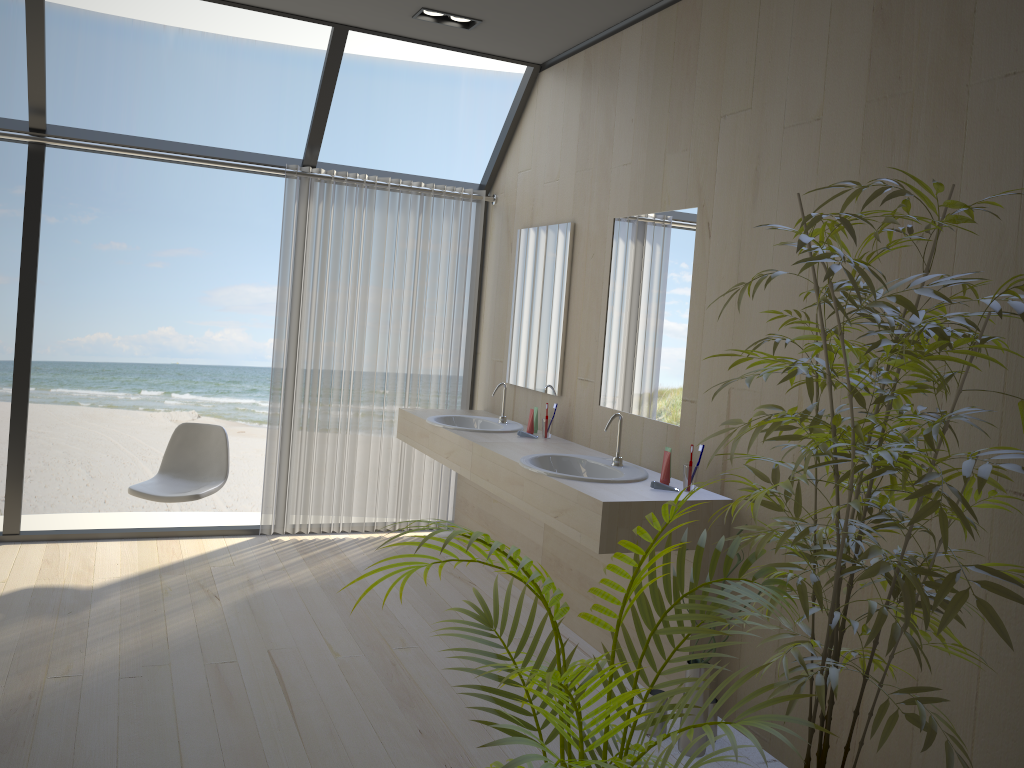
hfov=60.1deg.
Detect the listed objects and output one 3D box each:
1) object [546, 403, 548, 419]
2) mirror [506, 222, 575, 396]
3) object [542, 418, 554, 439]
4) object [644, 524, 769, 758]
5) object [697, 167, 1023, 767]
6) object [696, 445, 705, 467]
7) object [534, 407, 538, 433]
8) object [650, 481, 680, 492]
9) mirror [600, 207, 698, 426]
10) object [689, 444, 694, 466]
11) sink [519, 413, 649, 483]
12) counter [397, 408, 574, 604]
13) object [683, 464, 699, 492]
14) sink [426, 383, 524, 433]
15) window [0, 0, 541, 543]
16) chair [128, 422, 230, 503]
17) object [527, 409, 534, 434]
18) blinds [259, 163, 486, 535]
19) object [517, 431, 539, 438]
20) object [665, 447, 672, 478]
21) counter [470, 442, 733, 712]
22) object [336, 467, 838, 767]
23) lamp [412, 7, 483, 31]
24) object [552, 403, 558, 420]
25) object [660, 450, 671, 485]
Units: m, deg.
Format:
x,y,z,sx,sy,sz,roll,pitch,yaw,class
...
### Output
x,y,z,sx,sy,sz,roll,pitch,yaw,class
0.167,0.180,4.320,0.012,0.178,0.050,5,1,15,object
0.140,-0.406,4.718,0.023,0.867,0.655,4,2,-24,mirror
0.172,0.221,4.350,0.058,0.100,0.058,4,2,-17,object
0.680,0.831,2.985,0.406,0.748,0.275,3,2,-36,object
0.783,0.410,1.982,0.787,1.754,0.937,4,2,1,object
0.672,0.308,3.243,0.054,0.175,0.012,4,1,2,object
0.119,0.185,4.523,0.039,0.134,0.039,5,2,25,object
0.558,0.373,3.229,0.104,0.029,0.032,6,3,17,object
0.578,-0.296,3.780,0.023,0.867,0.655,4,2,-24,mirror
0.648,0.307,3.216,0.012,0.178,0.050,5,1,15,object
0.285,0.322,3.555,0.503,0.418,0.576,3,4,-20,sink
-0.198,0.606,4.718,0.550,0.789,1.210,3,4,-24,counter
0.653,0.347,3.245,0.058,0.100,0.059,4,2,-13,object
-0.195,0.195,4.660,0.503,0.418,0.576,3,4,-20,sink
-2.172,-0.550,4.337,4.554,2.810,0.747,3,2,-24,window
-1.648,0.394,4.446,0.369,0.347,0.455,5,3,5,chair
0.095,0.192,4.412,0.039,0.134,0.039,5,2,25,object
-0.796,-0.167,5.170,1.181,2.067,0.084,4,1,-24,blinds
0.077,0.246,4.334,0.104,0.029,0.032,6,3,17,object
0.599,0.312,3.419,0.039,0.134,0.039,5,2,18,object
0.283,0.732,3.614,0.550,0.789,1.210,3,4,-24,counter
0.093,0.671,1.651,0.917,1.155,0.752,5,2,10,object
-0.306,-1.795,4.229,0.300,0.112,0.164,3,4,-24,lamp
0.191,0.181,4.348,0.054,0.175,0.012,4,1,2,object
0.575,0.319,3.307,0.039,0.134,0.039,5,2,18,object
